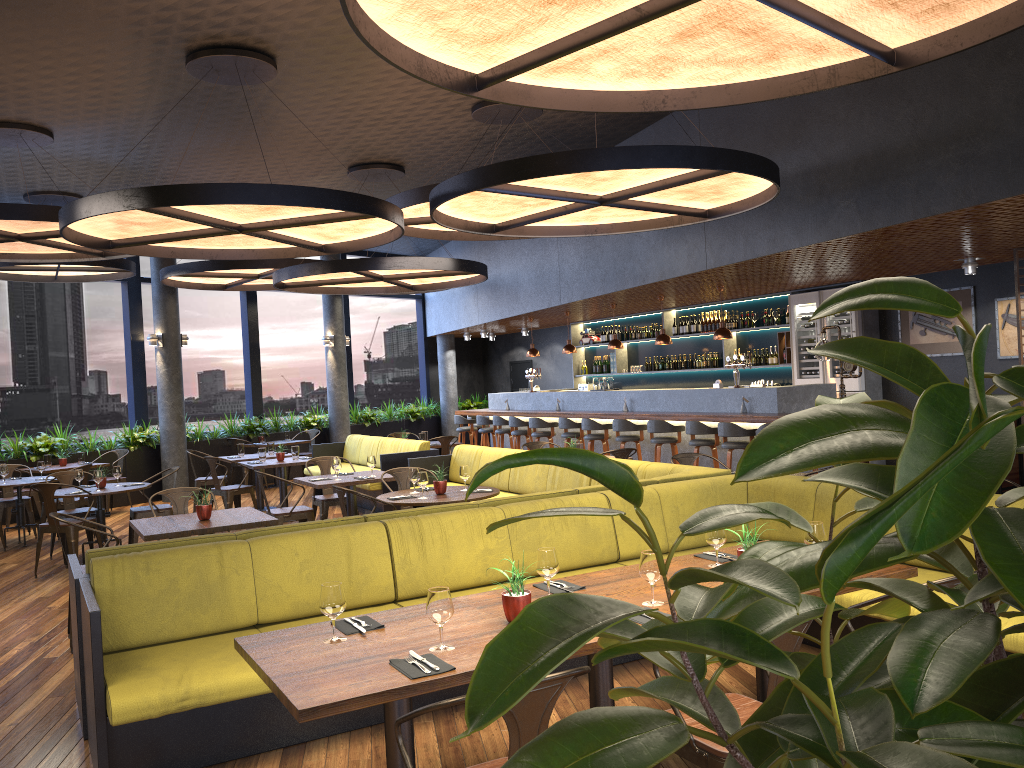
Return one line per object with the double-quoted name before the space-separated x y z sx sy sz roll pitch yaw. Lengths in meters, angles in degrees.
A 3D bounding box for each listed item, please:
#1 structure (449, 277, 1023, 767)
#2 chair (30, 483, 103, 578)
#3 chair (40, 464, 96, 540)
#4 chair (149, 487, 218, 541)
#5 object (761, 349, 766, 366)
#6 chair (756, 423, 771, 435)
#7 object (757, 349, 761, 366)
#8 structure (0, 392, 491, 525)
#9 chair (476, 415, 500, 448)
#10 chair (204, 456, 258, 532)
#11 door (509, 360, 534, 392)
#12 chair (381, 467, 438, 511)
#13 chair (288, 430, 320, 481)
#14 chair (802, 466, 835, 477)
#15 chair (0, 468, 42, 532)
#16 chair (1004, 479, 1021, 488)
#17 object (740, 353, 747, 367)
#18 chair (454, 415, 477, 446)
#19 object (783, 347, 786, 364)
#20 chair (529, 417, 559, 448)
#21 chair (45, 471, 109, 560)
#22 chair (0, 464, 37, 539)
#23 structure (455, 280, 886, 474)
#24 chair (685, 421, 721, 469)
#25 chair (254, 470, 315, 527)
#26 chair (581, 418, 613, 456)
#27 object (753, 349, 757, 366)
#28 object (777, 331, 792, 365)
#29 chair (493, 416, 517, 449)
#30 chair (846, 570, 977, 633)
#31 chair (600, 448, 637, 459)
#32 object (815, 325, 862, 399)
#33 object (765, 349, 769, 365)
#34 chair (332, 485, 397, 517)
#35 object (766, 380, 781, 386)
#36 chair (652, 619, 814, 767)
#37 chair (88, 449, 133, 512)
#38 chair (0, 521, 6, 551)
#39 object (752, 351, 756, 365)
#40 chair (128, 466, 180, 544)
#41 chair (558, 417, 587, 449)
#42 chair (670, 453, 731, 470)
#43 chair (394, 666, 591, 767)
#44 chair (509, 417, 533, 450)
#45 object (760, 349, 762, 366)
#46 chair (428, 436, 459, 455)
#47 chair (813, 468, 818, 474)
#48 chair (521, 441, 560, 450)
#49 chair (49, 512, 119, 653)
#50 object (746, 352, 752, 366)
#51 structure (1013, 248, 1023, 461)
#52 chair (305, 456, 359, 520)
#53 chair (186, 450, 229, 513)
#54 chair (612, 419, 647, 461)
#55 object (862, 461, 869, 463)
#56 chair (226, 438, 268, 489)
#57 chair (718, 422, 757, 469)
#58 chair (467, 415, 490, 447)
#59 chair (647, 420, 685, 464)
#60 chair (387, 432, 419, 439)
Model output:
"structure" 0.542 0.764 0.937 0.993 1.763 1.166 -3 0 32
"chair" -4.341 1.388 8.628 0.504 0.917 0.541 -3 0 10
"chair" -5.267 1.423 10.537 0.541 0.917 0.504 -3 0 1
"chair" -2.599 1.306 7.083 0.504 0.917 0.541 -3 0 -29
"object" 3.762 -0.401 13.274 0.063 0.254 0.063 -3 0 24
"chair" 2.897 0.932 9.649 0.438 1.048 0.483 -3 1 -37
"object" 3.724 -0.400 13.397 0.063 0.254 0.063 -3 0 -1
"structure" -5.107 1.134 15.265 0.808 1.413 17.112 -3 1 36
"chair" -0.372 1.062 15.654 0.483 1.048 0.438 -3 0 32
"chair" -3.488 1.326 10.957 0.504 0.917 0.541 -3 1 38
"door" 0.264 0.494 20.087 0.137 2.056 1.012 -3 0 -29
"chair" -0.857 1.209 7.818 0.504 0.917 0.541 -3 0 -29
"chair" -3.736 1.302 16.061 0.504 0.917 0.541 -3 0 26
"chair" 2.298 1.050 6.672 0.504 0.917 0.541 -3 0 -29
"chair" -6.695 1.488 11.975 0.541 0.917 0.504 -3 1 -44
"chair" 3.022 1.021 5.403 0.504 0.917 0.541 -3 0 -29
"object" 3.558 -0.369 13.619 0.097 0.206 0.097 -3 0 30
"chair" -0.808 1.080 16.354 0.483 1.048 0.438 -3 0 32
"object" 3.987 -0.477 12.884 0.091 0.369 0.092 -3 0 30
"chair" 0.504 1.029 13.846 0.438 1.048 0.483 -3 0 -9
"chair" -4.658 1.398 9.482 0.541 0.917 0.504 -3 1 43
"chair" -6.226 1.470 11.022 0.504 0.917 0.541 -3 1 -38
"structure" 2.318 0.110 13.514 2.700 2.700 9.298 -3 0 -29
"chair" 2.362 0.953 10.736 0.483 1.048 0.438 -3 0 32
"chair" -2.200 1.274 8.634 0.541 0.917 0.504 -3 0 -29
"chair" 1.234 0.999 12.646 0.438 1.048 0.483 -3 0 0
"object" 3.656 -0.396 13.353 0.063 0.254 0.063 -3 0 -26
"object" 4.018 -0.524 12.820 0.161 0.475 0.300 -3 0 -29
"chair" -0.074 1.050 15.138 0.483 1.048 0.438 -3 0 32
"chair" 1.537 1.114 3.340 0.504 0.917 0.541 -3 0 -29
"chair" 1.009 1.101 9.043 0.504 0.917 0.541 -3 0 -29
"object" 3.404 -0.142 9.232 0.263 0.944 0.566 -3 1 -36
"object" 3.831 -0.405 13.321 0.063 0.254 0.063 -3 0 -21
"chair" -1.108 1.228 6.972 0.541 0.917 0.504 -3 0 -29
"object" 3.891 0.187 13.210 0.204 0.492 0.310 -3 0 -29
"chair" 0.744 1.159 2.903 0.504 0.917 0.541 -3 0 -29
"chair" -5.921 1.440 13.058 0.504 0.917 0.541 -3 0 25
"chair" -6.157 1.473 10.069 0.504 0.917 0.541 -3 0 34
"object" 3.707 -0.385 13.522 0.088 0.224 0.088 -3 0 -34
"chair" -3.783 1.352 9.403 0.541 0.917 0.504 -3 0 -29
"chair" 0.952 1.009 13.272 0.483 1.048 0.438 -3 0 32
"chair" 1.697 1.074 7.763 0.504 0.917 0.541 -3 0 -29
"chair" -0.043 1.204 2.468 0.504 0.917 0.541 -3 0 -29
"chair" 0.189 1.041 14.502 0.438 1.048 0.483 -3 0 0
"object" 3.792 -0.404 13.444 0.063 0.254 0.063 -3 0 24
"chair" -1.014 1.183 12.527 0.504 0.917 0.541 -3 0 -29
"chair" 3.516 0.897 9.947 0.483 1.048 0.438 -3 0 32
"chair" 0.409 1.125 10.133 0.504 0.917 0.541 -3 0 -29
"chair" -2.896 1.329 6.179 0.541 0.917 0.504 -3 0 -29
"object" 3.604 -0.379 13.482 0.088 0.224 0.088 -3 0 31
"structure" 5.753 -0.039 8.861 1.319 2.700 0.050 -3 0 1
"chair" -1.935 1.253 9.579 0.504 0.917 0.541 -3 0 -29
"chair" -4.219 1.355 12.333 0.541 0.917 0.504 -3 0 -10
"chair" 1.623 0.982 12.022 0.483 1.048 0.438 -3 0 21
"object" 4.641 1.020 11.880 0.277 0.206 0.416 -3 0 -26
"chair" -4.502 1.351 14.975 0.504 0.917 0.541 -3 1 36
"chair" 2.604 0.944 10.159 0.438 1.048 0.483 -3 0 0
"chair" -0.614 1.063 17.322 0.483 1.048 0.438 -3 0 0
"chair" 1.983 0.968 11.414 0.438 1.048 0.483 -3 0 -15
"chair" -1.623 1.208 13.634 0.504 0.917 0.541 -3 0 -29
